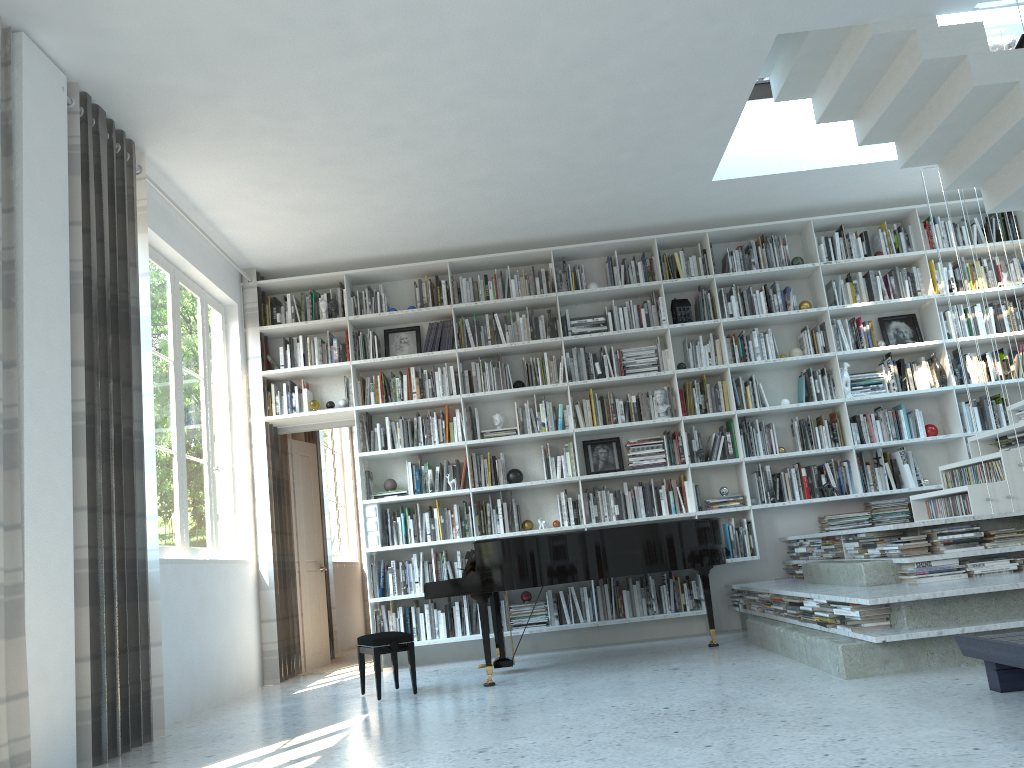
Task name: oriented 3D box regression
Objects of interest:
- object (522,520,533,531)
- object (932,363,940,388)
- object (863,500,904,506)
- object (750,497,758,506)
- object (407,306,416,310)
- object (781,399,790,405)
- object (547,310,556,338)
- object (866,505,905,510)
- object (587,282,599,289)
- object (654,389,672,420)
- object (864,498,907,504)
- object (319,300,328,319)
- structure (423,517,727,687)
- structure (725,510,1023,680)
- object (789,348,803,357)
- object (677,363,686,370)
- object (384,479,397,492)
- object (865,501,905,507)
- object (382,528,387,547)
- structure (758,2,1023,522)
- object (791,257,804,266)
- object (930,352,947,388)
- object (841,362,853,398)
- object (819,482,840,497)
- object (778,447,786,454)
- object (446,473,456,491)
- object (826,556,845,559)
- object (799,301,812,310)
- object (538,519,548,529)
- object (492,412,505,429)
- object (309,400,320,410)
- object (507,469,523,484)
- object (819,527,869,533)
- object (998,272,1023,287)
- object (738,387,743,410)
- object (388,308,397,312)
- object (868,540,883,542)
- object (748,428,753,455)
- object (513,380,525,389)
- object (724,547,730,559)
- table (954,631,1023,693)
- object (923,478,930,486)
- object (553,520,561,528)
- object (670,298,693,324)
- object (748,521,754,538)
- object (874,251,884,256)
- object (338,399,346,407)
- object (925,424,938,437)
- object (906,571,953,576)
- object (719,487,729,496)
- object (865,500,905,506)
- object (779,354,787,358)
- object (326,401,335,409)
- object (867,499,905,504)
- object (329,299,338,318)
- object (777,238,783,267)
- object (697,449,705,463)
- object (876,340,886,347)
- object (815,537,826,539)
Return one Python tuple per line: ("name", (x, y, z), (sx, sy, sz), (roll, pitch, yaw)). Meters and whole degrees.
("object", (0.122, 1.105, 6.914), (0.091, 0.092, 0.091), (-2, -12, -21))
("object", (3.334, -0.041, 7.030), (0.022, 0.211, 0.179), (-6, -11, 1))
("object", (2.889, 0.920, 6.876), (0.285, 0.005, 0.160), (-6, -12, 1))
("object", (1.869, 0.914, 6.880), (0.071, 0.072, 0.071), (3, -15, -40))
("object", (-0.817, -0.597, 7.249), (0.082, 0.083, 0.083), (-2, -12, -21))
("object", (2.153, 0.152, 6.986), (0.071, 0.072, 0.071), (3, -15, -40))
("object", (0.317, -0.470, 7.077), (0.075, 0.254, 0.075), (-2, -12, -20))
("object", (2.890, 0.957, 6.868), (0.254, 0.005, 0.161), (-6, -12, 1))
("object", (0.659, -0.777, 7.225), (0.105, 0.105, 0.105), (-2, -12, -21))
("object", (1.167, 0.164, 6.930), (0.137, 0.243, 0.138), (1, -13, -33))
("object", (2.887, 0.907, 6.866), (0.285, 0.005, 0.160), (-7, -12, 5))
("object", (-1.516, -0.584, 7.156), (0.067, 0.197, 0.067), (-17, -15, 42))
("structure", (0.483, 1.371, 5.719), (1.918, 0.831, 1.337), (-6, -12, 1))
("structure", (2.923, 1.123, 5.377), (2.899, 0.657, 3.120), (-6, -12, 1))
("object", (2.274, -0.234, 7.103), (0.111, 0.112, 0.112), (-2, -12, -21))
("object", (1.341, -0.133, 7.017), (0.071, 0.072, 0.071), (3, -15, -40))
("object", (-0.959, 0.801, 6.998), (0.105, 0.106, 0.105), (-2, -12, -21))
("object", (2.890, 0.930, 6.873), (0.254, 0.005, 0.161), (-6, -12, 1))
("object", (-0.981, 1.180, 6.804), (0.045, 0.146, 0.045), (-15, -14, 38))
("structure", (2.863, -0.618, 5.324), (2.613, 3.374, 1.959), (-6, -11, 1))
("object", (2.304, -0.975, 7.156), (0.104, 0.105, 0.104), (3, -15, -40))
("object", (3.324, -0.104, 6.901), (0.087, 0.287, 0.075), (-14, -14, 35))
("object", (2.597, -0.025, 6.891), (0.087, 0.287, 0.075), (-14, -14, 35))
("object", (2.406, 0.804, 6.732), (0.160, 0.113, 0.065), (-4, -11, -12))
("object", (2.108, 0.527, 6.951), (0.071, 0.072, 0.071), (3, -15, -40))
("object", (-0.468, 0.759, 6.848), (0.081, 0.139, 0.044), (-3, -12, -15))
("object", (2.206, 1.146, 5.884), (0.145, 0.010, 0.267), (-6, -12, -3))
("object", (2.345, -0.615, 7.091), (0.100, 0.101, 0.101), (-2, -12, -21))
("object", (0.239, 1.078, 6.848), (0.060, 0.094, 0.078), (-10, -12, 17))
("object", (-0.108, 0.295, 7.088), (0.095, 0.156, 0.121), (-9, -12, 14))
("object", (-1.579, 0.169, 7.095), (0.087, 0.087, 0.087), (3, -15, -40))
("object", (0.024, 0.733, 6.978), (0.134, 0.135, 0.134), (3, -15, -40))
("object", (2.573, 1.125, 6.833), (0.345, 0.007, 0.194), (-5, -12, -4))
("object", (3.953, -0.825, 7.033), (0.204, 0.136, 0.095), (-10, -12, 16))
("object", (1.803, 0.136, 7.054), (0.013, 0.207, 0.140), (-6, -11, 1))
("object", (-0.973, -0.579, 7.251), (0.082, 0.083, 0.083), (-2, -12, -21))
("object", (2.180, 0.910, 5.173), (0.142, 0.006, 0.204), (-6, -12, -1))
("object", (1.867, 0.466, 7.006), (0.007, 0.265, 0.135), (-6, -11, 1))
("object", (0.055, 0.019, 7.095), (0.097, 0.098, 0.097), (3, -15, -40))
("object", (1.601, 1.282, 6.722), (0.094, 0.094, 0.094), (3, -15, -40))
("table", (2.305, 0.861, 2.737), (1.270, 0.217, 1.260), (-6, -12, 1))
("object", (3.206, 0.765, 6.880), (0.071, 0.072, 0.071), (3, -15, -40))
("object", (0.345, 1.086, 6.867), (0.061, 0.062, 0.061), (3, -15, -40))
("object", (1.363, -0.573, 7.130), (0.135, 0.247, 0.136), (-5, -11, -9))
("object", (1.830, 1.181, 6.769), (0.011, 0.259, 0.142), (-6, -11, 1))
("object", (2.956, -1.033, 7.145), (0.071, 0.072, 0.071), (3, -15, -40))
("object", (-1.357, 0.157, 7.119), (0.071, 0.072, 0.071), (-2, -12, -21))
("object", (3.267, 0.372, 6.930), (0.115, 0.116, 0.115), (-2, -12, -21))
("object", (2.196, 0.993, 4.660), (0.204, 0.004, 0.140), (-7, -12, 4))
("object", (1.633, 0.825, 6.824), (0.071, 0.072, 0.071), (3, -15, -40))
("object", (2.889, 0.925, 6.874), (0.254, 0.005, 0.161), (-6, -12, 1))
("object", (2.161, -0.205, 7.078), (0.068, 0.068, 0.068), (-2, -12, -21))
("object", (-1.461, 0.173, 7.140), (0.071, 0.072, 0.071), (-2, -12, -21))
("object", (2.888, 0.914, 6.874), (0.254, 0.005, 0.161), (-7, -12, 2))
("object", (-1.435, -0.593, 7.155), (0.067, 0.197, 0.067), (-17, -15, 42))
("object", (2.183, -1.037, 7.271), (0.006, 0.297, 0.129), (-6, -11, 1))
("object", (1.456, 0.552, 6.821), (0.054, 0.113, 0.079), (-6, -11, -1))
("object", (2.928, -0.305, 7.068), (0.091, 0.092, 0.092), (3, -15, -40))
("object", (2.210, 1.071, 6.192), (0.144, 0.005, 0.257), (-6, -12, 1))
